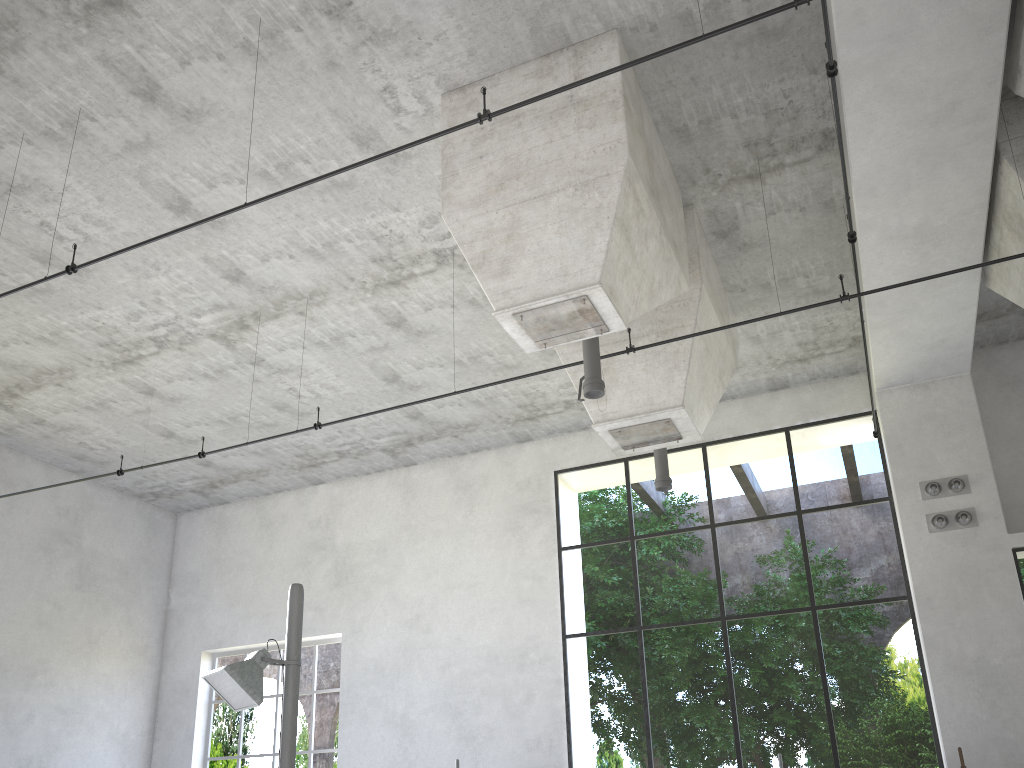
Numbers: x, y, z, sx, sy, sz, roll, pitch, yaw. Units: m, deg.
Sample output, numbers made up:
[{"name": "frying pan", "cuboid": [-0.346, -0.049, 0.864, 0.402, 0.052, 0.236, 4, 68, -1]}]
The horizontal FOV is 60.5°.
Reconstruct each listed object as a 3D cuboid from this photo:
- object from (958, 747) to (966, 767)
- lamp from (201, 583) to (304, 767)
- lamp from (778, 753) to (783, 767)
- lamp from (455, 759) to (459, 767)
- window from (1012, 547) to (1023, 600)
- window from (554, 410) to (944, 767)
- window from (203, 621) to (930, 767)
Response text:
[{"name": "object", "cuboid": [6.129, 5.878, 11.581, 0.701, 2.046, 0.710, -11, -23, 22]}, {"name": "lamp", "cuboid": [-0.728, 1.667, 2.734, 0.607, 2.054, 0.596, 16, -28, -39]}, {"name": "lamp", "cuboid": [3.855, 6.245, 12.201, 0.584, 2.054, 0.619, -11, -23, 21]}, {"name": "lamp", "cuboid": [-0.699, 5.969, 11.359, 0.587, 2.054, 0.617, 12, -25, -32]}, {"name": "window", "cuboid": [9.533, 4.134, 11.312, 4.603, 4.669, 0.021, -12, -23, 22]}, {"name": "window", "cuboid": [3.672, 4.595, 14.893, 6.016, 7.491, 0.070, -12, -23, 22]}, {"name": "window", "cuboid": [-2.099, 1.937, 7.399, 99.121, 19.525, 102.649, -2, -26, -1]}]
